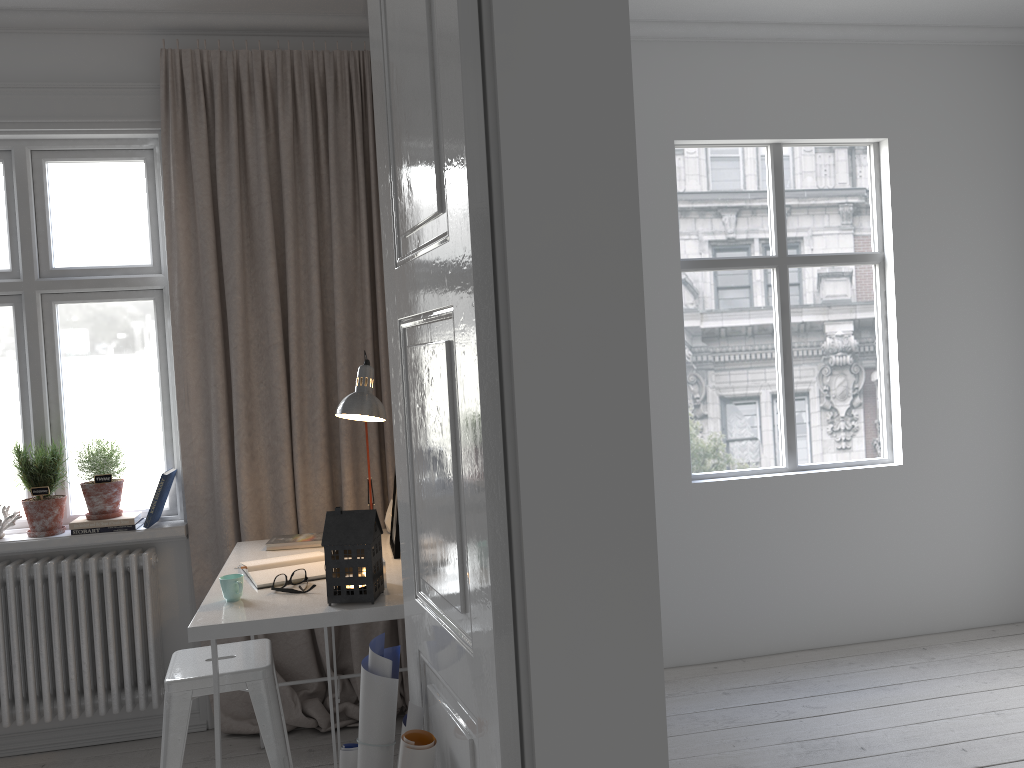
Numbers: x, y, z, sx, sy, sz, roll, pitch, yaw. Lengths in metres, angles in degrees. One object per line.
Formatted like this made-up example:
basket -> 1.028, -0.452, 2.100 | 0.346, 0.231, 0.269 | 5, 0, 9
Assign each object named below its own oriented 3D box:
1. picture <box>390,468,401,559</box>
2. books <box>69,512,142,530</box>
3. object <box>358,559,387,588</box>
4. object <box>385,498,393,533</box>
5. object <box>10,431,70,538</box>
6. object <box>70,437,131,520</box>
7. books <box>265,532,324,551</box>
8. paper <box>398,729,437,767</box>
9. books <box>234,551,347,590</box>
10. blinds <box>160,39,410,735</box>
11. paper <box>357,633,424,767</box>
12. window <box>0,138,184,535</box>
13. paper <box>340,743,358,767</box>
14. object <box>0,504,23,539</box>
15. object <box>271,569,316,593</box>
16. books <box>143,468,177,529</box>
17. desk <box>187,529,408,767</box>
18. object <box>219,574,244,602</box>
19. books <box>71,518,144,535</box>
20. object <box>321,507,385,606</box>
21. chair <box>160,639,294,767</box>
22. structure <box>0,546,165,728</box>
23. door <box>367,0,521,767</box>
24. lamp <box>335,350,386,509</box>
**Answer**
picture -> -0.379, 0.388, 2.954 | 0.062, 0.333, 0.261 | -4, 2, -11
books -> -1.570, 0.529, 3.434 | 0.246, 0.025, 0.157 | -4, 2, -9
object -> -0.396, 0.532, 2.487 | 0.078, 0.073, 0.065 | -4, 2, -15
object -> -0.418, 0.484, 3.260 | 0.101, 0.126, 0.101 | -4, 2, -11
object -> -1.800, 0.372, 3.385 | 0.183, 0.410, 0.199 | -2, 2, 40
object -> -1.579, 0.358, 3.426 | 0.220, 0.318, 0.210 | -2, 2, 27
books -> -0.755, 0.558, 3.147 | 0.207, 0.024, 0.149 | -3, 2, -4
paper -> -0.219, 1.022, 1.756 | 0.181, 0.669, 0.073 | -3, 2, 11
books -> -0.699, 0.564, 2.738 | 0.291, 0.029, 0.358 | -4, 2, -25
blinds -> -0.867, 0.003, 3.405 | 0.831, 2.680, 0.225 | -4, 2, -11
paper -> -0.330, 0.964, 1.807 | 0.181, 0.793, 0.431 | -2, 2, 32
window -> -1.868, -0.179, 3.482 | 1.047, 1.536, 0.079 | -4, 2, -11
paper -> -0.360, 1.085, 1.947 | 0.046, 0.546, 0.166 | -3, 2, 12
object -> -1.966, 0.519, 3.347 | 0.212, 0.149, 0.186 | -3, 2, -2
object -> -0.622, 0.559, 2.502 | 0.114, 0.047, 0.133 | -4, 2, -23
books -> -1.376, 0.444, 3.472 | 0.101, 0.211, 0.175 | -3, 2, -8
desk -> -0.568, 0.959, 2.789 | 0.641, 0.776, 1.163 | -4, 2, -11
object -> -0.765, 0.560, 2.422 | 0.064, 0.065, 0.082 | -4, 2, -12
books -> -1.564, 0.552, 3.441 | 0.245, 0.022, 0.156 | -3, 2, -7
object -> -0.421, 0.450, 2.362 | 0.135, 0.248, 0.135 | -3, 2, 5
chair -> -0.876, 1.101, 2.720 | 0.409, 0.527, 0.407 | -4, 2, -16
structure -> -1.784, 0.960, 3.380 | 0.935, 0.600, 0.216 | -4, 2, -11
door -> -0.142, 0.165, 1.736 | 0.034, 2.326, 0.678 | -4, 2, -20
lamp -> -0.540, 0.259, 3.097 | 0.164, 0.745, 0.568 | -4, 2, -16
